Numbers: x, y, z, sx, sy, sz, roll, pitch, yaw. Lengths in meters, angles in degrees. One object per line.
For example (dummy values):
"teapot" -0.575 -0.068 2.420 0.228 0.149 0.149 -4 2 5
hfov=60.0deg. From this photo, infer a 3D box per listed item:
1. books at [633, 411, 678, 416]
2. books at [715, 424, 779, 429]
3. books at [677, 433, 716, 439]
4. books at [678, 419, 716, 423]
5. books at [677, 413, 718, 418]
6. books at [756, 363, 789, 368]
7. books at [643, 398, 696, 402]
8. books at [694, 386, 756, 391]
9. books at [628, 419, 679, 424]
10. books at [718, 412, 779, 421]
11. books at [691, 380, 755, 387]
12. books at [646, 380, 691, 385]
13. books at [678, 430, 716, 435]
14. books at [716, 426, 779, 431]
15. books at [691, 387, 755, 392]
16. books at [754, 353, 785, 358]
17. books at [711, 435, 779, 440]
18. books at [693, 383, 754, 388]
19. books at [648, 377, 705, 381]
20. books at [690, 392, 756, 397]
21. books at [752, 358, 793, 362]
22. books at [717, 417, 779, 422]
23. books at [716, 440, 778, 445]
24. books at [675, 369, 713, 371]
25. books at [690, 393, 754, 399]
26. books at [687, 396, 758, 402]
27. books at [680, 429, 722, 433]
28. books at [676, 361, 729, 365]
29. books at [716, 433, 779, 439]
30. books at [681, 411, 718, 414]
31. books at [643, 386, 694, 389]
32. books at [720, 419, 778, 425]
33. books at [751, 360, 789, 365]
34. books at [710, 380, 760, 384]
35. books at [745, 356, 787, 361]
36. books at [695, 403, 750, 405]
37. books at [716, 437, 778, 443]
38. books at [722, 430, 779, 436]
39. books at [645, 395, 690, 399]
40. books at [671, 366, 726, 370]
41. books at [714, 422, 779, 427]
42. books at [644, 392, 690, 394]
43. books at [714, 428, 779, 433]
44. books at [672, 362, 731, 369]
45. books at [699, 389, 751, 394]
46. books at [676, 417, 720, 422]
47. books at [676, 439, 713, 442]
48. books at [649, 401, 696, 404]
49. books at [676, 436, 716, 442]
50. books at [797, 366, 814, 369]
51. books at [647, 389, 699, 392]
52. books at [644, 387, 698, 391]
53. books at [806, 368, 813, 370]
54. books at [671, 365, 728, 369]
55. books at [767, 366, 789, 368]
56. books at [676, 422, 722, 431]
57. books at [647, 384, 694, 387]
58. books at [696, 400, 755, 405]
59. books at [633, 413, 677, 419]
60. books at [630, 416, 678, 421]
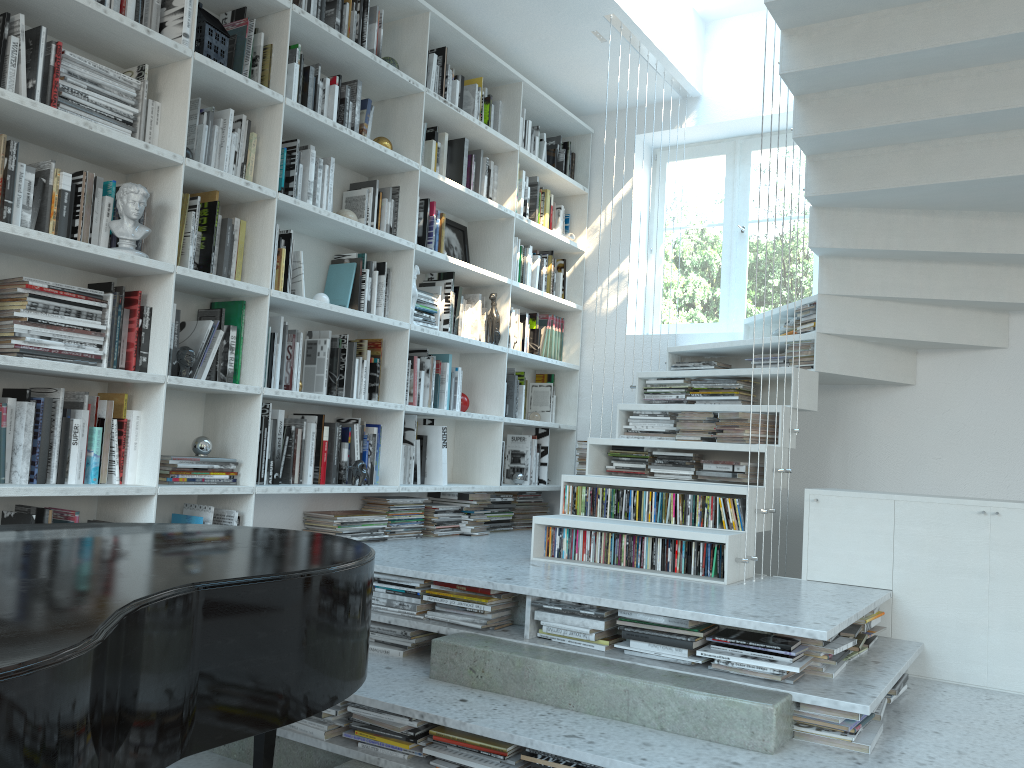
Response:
"books" 0.715 0.147 4.392 0.180 0.014 0.157 1 -5 30
"books" 1.074 0.191 3.980 0.295 0.007 0.146 6 -5 -28
"books" 0.898 0.245 4.175 0.177 0.014 0.200 0 -6 36
"books" 0.886 0.180 4.191 0.159 0.012 0.129 8 -6 -43
"books" 0.902 0.153 4.182 0.190 0.017 0.166 0 -5 34
"books" 1.374 -0.084 4.494 0.141 0.022 0.230 6 -6 -35
"books" 0.833 0.085 4.531 0.275 0.009 0.176 -1 -6 45
"books" 1.037 0.021 4.317 0.257 0.011 0.144 0 -6 39
"books" 0.714 0.187 4.392 0.239 0.017 0.150 1 -5 30
"books" 1.072 0.148 3.992 0.234 0.025 0.157 5 -5 -21
"books" 1.025 -0.001 4.305 0.243 0.013 0.191 -1 -6 43
"books" 0.835 -0.003 4.534 0.190 0.015 0.230 8 -6 -44
"books" 0.885 0.232 4.185 0.155 0.013 0.139 0 -5 34
"books" 1.067 0.201 3.993 0.232 0.011 0.171 5 -5 -22
"books" 1.027 0.029 4.307 0.254 0.007 0.177 0 -6 40
"books" 1.357 -0.133 4.485 0.182 0.016 0.199 7 -6 -37
"books" 1.059 0.242 4.001 0.254 0.007 0.189 6 -5 -31
"books" 1.031 0.011 4.311 0.240 0.009 0.174 -1 -6 41
"books" 0.843 -0.016 4.542 0.165 0.014 0.235 7 -6 -41
"books" 1.025 0.051 4.305 0.261 0.009 0.187 -1 -6 42
"books" 1.369 -0.112 4.492 0.161 0.012 0.254 6 -5 -34
"books" 1.075 0.162 3.984 0.254 0.005 0.161 5 -5 -26
"books" 1.060 0.264 3.995 0.206 0.012 0.183 6 -5 -31
"books" 1.050 -0.067 4.882 0.266 0.010 0.145 -1 -6 41
"books" 1.019 0.062 4.298 0.243 0.014 0.191 -1 -6 45
"books" 1.019 0.075 4.297 0.182 0.013 0.287 8 -6 -44
"books" 0.906 0.223 4.172 0.181 0.005 0.188 0 -5 32
"books" 1.048 -0.110 4.880 0.239 0.008 0.160 -1 -6 41
"books" 1.066 0.233 3.990 0.222 0.011 0.180 6 -5 -27
"books" 0.898 0.140 4.186 0.155 0.009 0.155 0 -5 32
"books" 0.837 0.025 4.536 0.168 0.005 0.292 7 -6 -40
"books" 1.067 0.173 3.997 0.184 0.016 0.179 6 -5 -30
"books" 1.358 -0.102 4.484 0.170 0.010 0.233 7 -6 -38
"books" 1.045 -0.008 4.326 0.298 0.007 0.134 -1 -6 41
"books" 1.358 -0.122 4.485 0.192 0.006 0.299 6 -5 -33
"books" 1.036 0.105 4.317 0.258 0.013 0.136 -1 -6 44
"books" 1.063 0.251 3.991 0.215 0.013 0.189 5 -5 -26
"books" 1.072 0.219 3.978 0.215 0.014 0.138 6 -5 -31
"books" 0.834 0.072 4.532 0.166 0.018 0.264 7 -6 -39
"books" 1.037 -0.079 4.867 0.169 0.010 0.282 7 -6 -43
"books" 1.074 0.184 3.981 0.295 0.007 0.146 5 -5 -24
"books" 0.835 0.056 4.533 0.184 0.006 0.262 7 -6 -43
"books" 1.073 0.209 3.979 0.295 0.006 0.146 5 -5 -24
"books" 1.044 -0.098 4.875 0.150 0.017 0.288 7 -6 -43
"books" 1.034 0.041 4.314 0.196 0.014 0.154 -1 -6 45
"books" 0.902 0.168 4.180 0.218 0.012 0.156 7 -6 -42
"books" 0.875 0.271 4.188 0.132 0.007 0.162 -1 -6 41
"books" 0.841 0.098 4.538 0.228 0.014 0.149 -1 -6 44
"books" 0.873 0.260 4.191 0.128 0.016 0.184 0 -6 39
"books" 1.463 -0.065 4.280 0.210 0.015 0.130 6 -5 -31
"books" 0.835 0.041 4.533 0.231 0.011 0.171 -1 -6 43
"books" 0.837 0.032 4.536 0.162 0.008 0.289 7 -6 -39
"books" 1.472 -0.054 4.266 0.260 0.009 0.153 6 -5 -29
"books" 1.034 -0.087 4.864 0.262 0.006 0.184 0 -6 38
"books" 1.354 -0.067 4.481 0.175 0.017 0.265 6 -5 -29
"books" 0.911 0.203 4.171 0.222 0.035 0.178 0 -6 36
"books" 0.853 0.016 4.551 0.136 0.017 0.298 7 -6 -42
"books" 1.038 0.092 4.318 0.249 0.014 0.130 -1 -6 45
"books" 0.712 0.161 4.389 0.180 0.014 0.157 1 -5 28
"books" 0.706 0.172 4.379 0.203 0.011 0.173 1 -5 27
